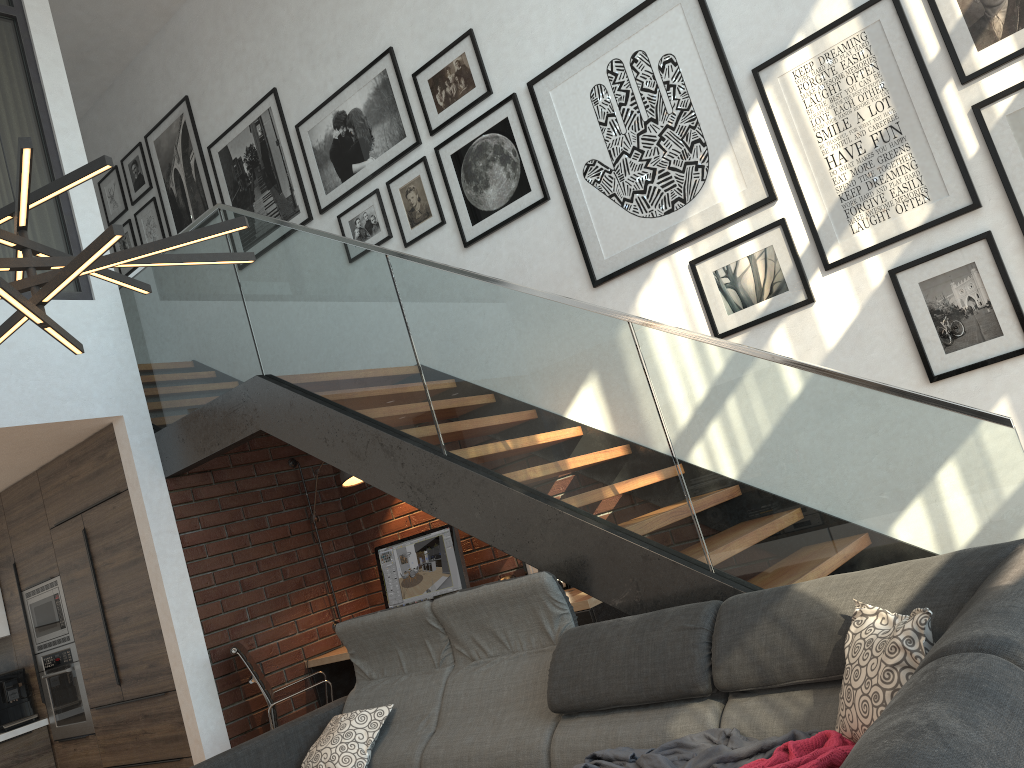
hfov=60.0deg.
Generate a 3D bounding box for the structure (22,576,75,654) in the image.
[{"bbox_3d":[-2.889,1.498,5.958,0.595,0.430,0.459,-23,-10,37],"label":"structure"}]

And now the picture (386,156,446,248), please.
[{"bbox_3d":[-0.586,-1.100,5.379,0.358,0.440,0.022,-23,-10,37],"label":"picture"}]

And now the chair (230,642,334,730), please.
[{"bbox_3d":[-1.122,1.836,4.898,0.700,0.991,0.651,-14,-9,-18],"label":"chair"}]

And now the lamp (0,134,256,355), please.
[{"bbox_3d":[-1.680,-1.867,2.438,1.200,3.645,0.831,-10,-11,-42],"label":"lamp"}]

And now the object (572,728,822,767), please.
[{"bbox_3d":[0.446,1.081,2.535,0.905,0.118,0.411,-19,-8,13],"label":"object"}]

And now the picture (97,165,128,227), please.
[{"bbox_3d":[-3.368,-1.585,7.487,0.333,0.410,0.025,-23,-10,37],"label":"picture"}]

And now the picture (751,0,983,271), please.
[{"bbox_3d":[1.480,-1.067,3.782,0.654,0.990,0.025,-23,-10,37],"label":"picture"}]

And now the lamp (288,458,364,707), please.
[{"bbox_3d":[-0.772,1.275,5.425,1.054,2.003,0.462,-20,-9,21],"label":"lamp"}]

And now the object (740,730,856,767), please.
[{"bbox_3d":[0.627,0.938,2.146,0.536,0.077,0.323,-14,-9,-19],"label":"object"}]

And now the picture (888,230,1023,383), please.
[{"bbox_3d":[1.815,-0.305,3.593,0.410,0.504,0.025,-23,-10,37],"label":"picture"}]

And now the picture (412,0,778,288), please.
[{"bbox_3d":[0.304,-1.345,4.669,1.785,1.678,0.028,-23,-10,37],"label":"picture"}]

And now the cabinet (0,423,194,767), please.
[{"bbox_3d":[-3.777,1.809,4.225,2.401,2.401,3.495,-23,-10,37],"label":"cabinet"}]

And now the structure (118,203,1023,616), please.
[{"bbox_3d":[-0.446,0.543,4.714,5.660,3.460,1.289,-23,-10,37],"label":"structure"}]

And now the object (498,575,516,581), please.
[{"bbox_3d":[-0.039,1.166,4.995,0.149,0.160,0.252,-9,-11,-43],"label":"object"}]

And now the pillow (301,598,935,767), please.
[{"bbox_3d":[0.106,1.101,2.938,2.734,0.364,0.386,-24,-11,40],"label":"pillow"}]

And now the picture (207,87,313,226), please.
[{"bbox_3d":[-1.804,-1.435,6.287,0.871,0.990,0.025,-23,-10,37],"label":"picture"}]

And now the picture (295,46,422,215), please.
[{"bbox_3d":[-1.002,-1.592,5.654,0.990,0.654,0.025,-23,-10,37],"label":"picture"}]

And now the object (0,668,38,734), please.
[{"bbox_3d":[-3.457,2.148,5.981,0.532,0.378,0.274,-23,-10,37],"label":"object"}]

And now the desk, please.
[{"bbox_3d":[-0.169,1.674,4.912,2.182,0.750,0.610,-23,-10,37],"label":"desk"}]

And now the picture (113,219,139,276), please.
[{"bbox_3d":[-3.226,-1.123,7.416,0.333,0.410,0.025,-23,-10,37],"label":"picture"}]

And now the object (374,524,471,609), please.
[{"bbox_3d":[-0.599,1.183,5.276,0.716,0.535,0.431,-23,-10,37],"label":"object"}]

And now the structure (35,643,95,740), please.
[{"bbox_3d":[-2.754,1.973,5.871,0.595,0.570,0.495,-23,-10,37],"label":"structure"}]

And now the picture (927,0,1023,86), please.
[{"bbox_3d":[1.871,-1.491,3.447,0.410,0.504,0.025,-23,-10,37],"label":"picture"}]

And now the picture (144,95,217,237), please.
[{"bbox_3d":[-2.564,-1.622,6.858,0.654,0.990,0.025,-23,-10,37],"label":"picture"}]

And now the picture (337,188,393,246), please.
[{"bbox_3d":[-0.942,-1.005,5.662,0.410,0.333,0.025,-23,-10,37],"label":"picture"}]

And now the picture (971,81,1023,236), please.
[{"bbox_3d":[2.286,-0.770,3.185,0.871,0.990,0.025,-23,-10,37],"label":"picture"}]

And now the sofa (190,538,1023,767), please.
[{"bbox_3d":[-0.166,1.164,2.391,3.169,0.995,2.108,-23,-10,37],"label":"sofa"}]

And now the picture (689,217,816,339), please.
[{"bbox_3d":[1.106,-0.479,4.125,0.504,0.410,0.025,-23,-10,37],"label":"picture"}]

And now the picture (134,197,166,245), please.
[{"bbox_3d":[-2.923,-1.255,7.171,0.333,0.410,0.025,-23,-10,37],"label":"picture"}]

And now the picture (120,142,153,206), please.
[{"bbox_3d":[-3.064,-1.713,7.241,0.333,0.410,0.025,-23,-10,37],"label":"picture"}]

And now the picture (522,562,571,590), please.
[{"bbox_3d":[0.176,1.006,4.959,0.279,0.329,0.049,-23,-10,37],"label":"picture"}]

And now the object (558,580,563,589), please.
[{"bbox_3d":[0.178,1.087,4.768,0.166,0.119,0.149,-23,-10,34],"label":"object"}]
